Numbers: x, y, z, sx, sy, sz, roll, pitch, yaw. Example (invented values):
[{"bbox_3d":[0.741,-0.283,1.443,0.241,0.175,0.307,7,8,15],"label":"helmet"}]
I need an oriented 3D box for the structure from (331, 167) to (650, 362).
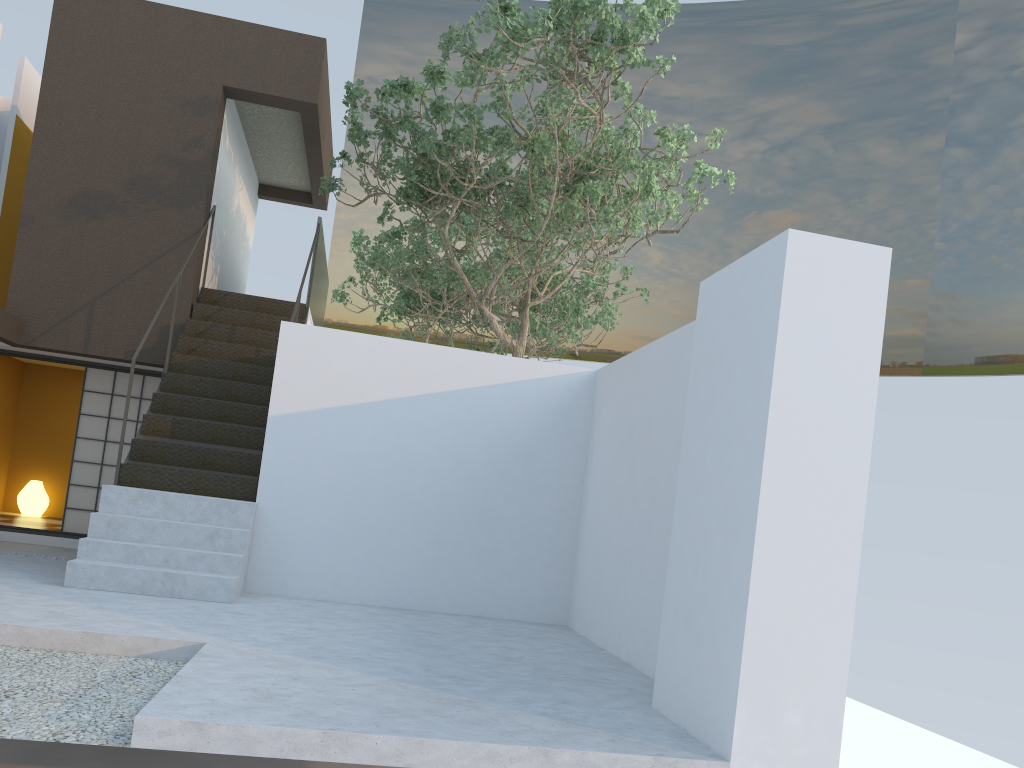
[{"bbox_3d":[-0.397,-0.998,16.327,5.548,4.677,7.305,11,-8,-29],"label":"structure"}]

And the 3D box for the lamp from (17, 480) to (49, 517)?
[{"bbox_3d":[-6.457,1.551,11.910,0.388,0.497,0.395,9,-5,-21],"label":"lamp"}]

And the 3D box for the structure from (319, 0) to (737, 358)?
[{"bbox_3d":[0.184,-1.765,9.740,4.365,3.680,5.748,11,-8,-29],"label":"structure"}]

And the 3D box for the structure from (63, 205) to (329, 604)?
[{"bbox_3d":[-2.935,-0.033,9.644,1.161,3.921,6.586,8,-7,-9],"label":"structure"}]
